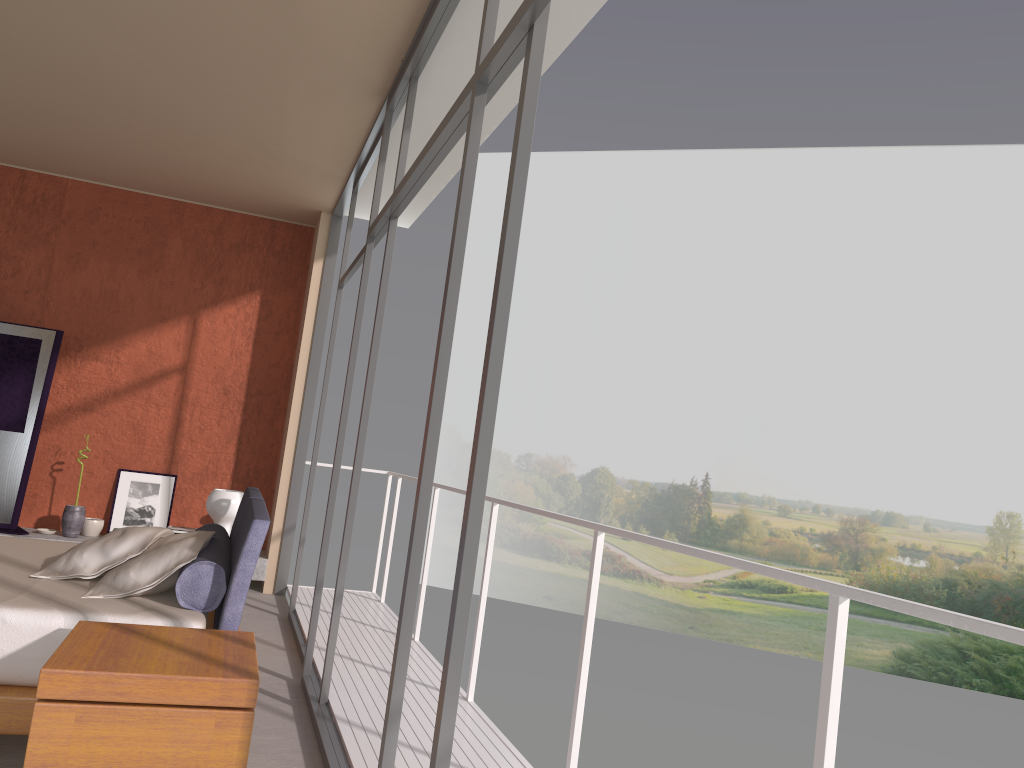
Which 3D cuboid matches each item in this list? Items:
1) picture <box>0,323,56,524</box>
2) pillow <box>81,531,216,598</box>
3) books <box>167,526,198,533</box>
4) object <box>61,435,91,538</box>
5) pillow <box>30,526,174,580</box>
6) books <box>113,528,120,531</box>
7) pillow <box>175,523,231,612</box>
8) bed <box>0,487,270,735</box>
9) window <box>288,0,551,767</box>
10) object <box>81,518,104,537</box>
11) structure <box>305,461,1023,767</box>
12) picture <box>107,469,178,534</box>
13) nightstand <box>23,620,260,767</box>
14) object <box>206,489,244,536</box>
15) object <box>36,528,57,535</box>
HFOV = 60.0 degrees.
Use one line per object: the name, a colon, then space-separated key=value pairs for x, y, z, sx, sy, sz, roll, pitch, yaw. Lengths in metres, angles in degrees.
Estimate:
picture: x=-4.171 y=0.240 z=6.642 sx=1.129 sy=1.496 sz=0.126 roll=9 pitch=-6 yaw=-17
pillow: x=-1.477 y=0.742 z=3.687 sx=0.400 sy=0.265 sz=0.791 roll=9 pitch=-6 yaw=-14
books: x=-2.646 y=1.178 z=7.133 sx=0.247 sy=0.025 sz=0.287 roll=9 pitch=-6 yaw=-17
object: x=-3.393 y=0.795 z=6.953 sx=0.165 sy=0.810 sz=0.165 roll=7 pitch=-5 yaw=6
pillow: x=-1.761 y=0.742 z=3.973 sx=0.431 sy=0.264 sz=0.869 roll=8 pitch=-5 yaw=-9
books: x=-3.036 y=1.178 z=7.030 sx=0.247 sy=0.018 sz=0.328 roll=9 pitch=-6 yaw=-20
pillow: x=-1.371 y=0.796 z=4.005 sx=0.205 sy=0.201 sz=1.470 roll=9 pitch=-6 yaw=-17
bed: x=-2.373 y=0.816 z=3.700 sx=2.462 sy=0.959 sz=2.017 roll=9 pitch=-6 yaw=-17
window: x=-0.453 y=-0.055 z=3.471 sx=0.075 sy=3.133 sz=6.106 roll=9 pitch=-6 yaw=-17
object: x=-3.379 y=1.153 z=7.117 sx=0.179 sy=0.137 sz=0.180 roll=8 pitch=-5 yaw=-4
structure: x=-0.260 y=0.987 z=3.680 sx=0.728 sy=1.005 sz=7.689 roll=9 pitch=-6 yaw=-17
picture: x=-3.055 y=1.003 z=7.335 sx=0.458 sy=0.550 sz=0.117 roll=9 pitch=-6 yaw=-17
nightstand: x=-1.104 y=1.080 z=2.683 sx=0.562 sy=0.556 sz=0.628 roll=9 pitch=-6 yaw=-17
object: x=-1.657 y=0.782 z=5.105 sx=0.224 sy=0.338 sz=0.224 roll=8 pitch=-5 yaw=-5
object: x=-3.631 y=1.158 z=6.917 sx=0.152 sy=0.040 sz=0.152 roll=6 pitch=-6 yaw=18
